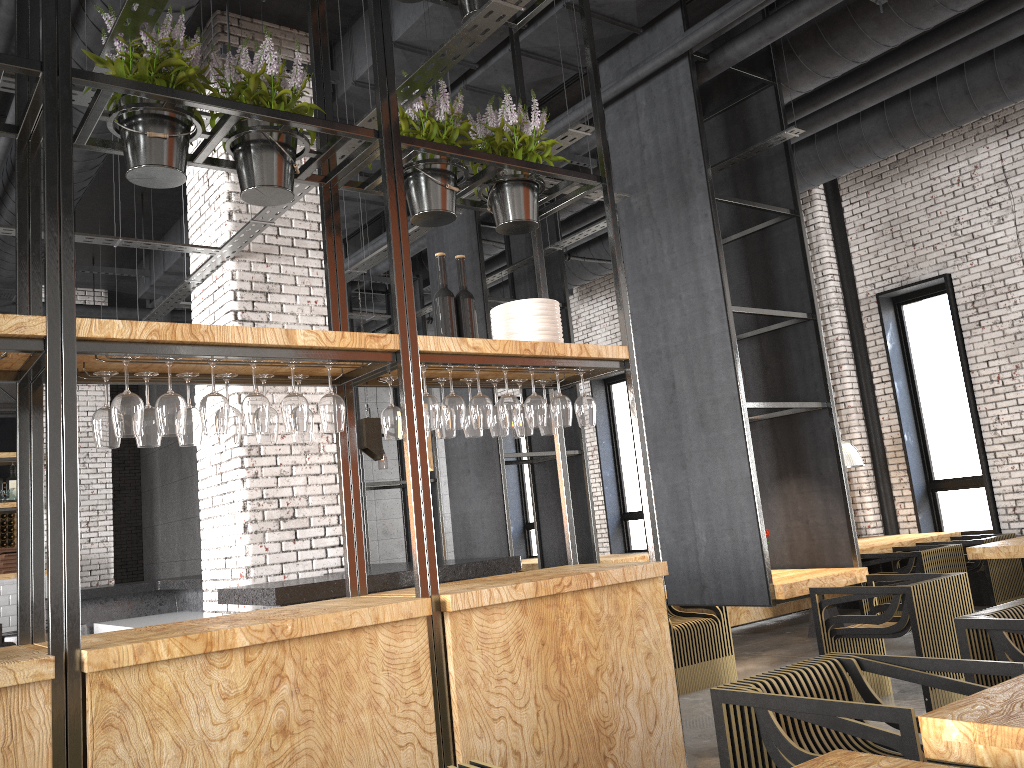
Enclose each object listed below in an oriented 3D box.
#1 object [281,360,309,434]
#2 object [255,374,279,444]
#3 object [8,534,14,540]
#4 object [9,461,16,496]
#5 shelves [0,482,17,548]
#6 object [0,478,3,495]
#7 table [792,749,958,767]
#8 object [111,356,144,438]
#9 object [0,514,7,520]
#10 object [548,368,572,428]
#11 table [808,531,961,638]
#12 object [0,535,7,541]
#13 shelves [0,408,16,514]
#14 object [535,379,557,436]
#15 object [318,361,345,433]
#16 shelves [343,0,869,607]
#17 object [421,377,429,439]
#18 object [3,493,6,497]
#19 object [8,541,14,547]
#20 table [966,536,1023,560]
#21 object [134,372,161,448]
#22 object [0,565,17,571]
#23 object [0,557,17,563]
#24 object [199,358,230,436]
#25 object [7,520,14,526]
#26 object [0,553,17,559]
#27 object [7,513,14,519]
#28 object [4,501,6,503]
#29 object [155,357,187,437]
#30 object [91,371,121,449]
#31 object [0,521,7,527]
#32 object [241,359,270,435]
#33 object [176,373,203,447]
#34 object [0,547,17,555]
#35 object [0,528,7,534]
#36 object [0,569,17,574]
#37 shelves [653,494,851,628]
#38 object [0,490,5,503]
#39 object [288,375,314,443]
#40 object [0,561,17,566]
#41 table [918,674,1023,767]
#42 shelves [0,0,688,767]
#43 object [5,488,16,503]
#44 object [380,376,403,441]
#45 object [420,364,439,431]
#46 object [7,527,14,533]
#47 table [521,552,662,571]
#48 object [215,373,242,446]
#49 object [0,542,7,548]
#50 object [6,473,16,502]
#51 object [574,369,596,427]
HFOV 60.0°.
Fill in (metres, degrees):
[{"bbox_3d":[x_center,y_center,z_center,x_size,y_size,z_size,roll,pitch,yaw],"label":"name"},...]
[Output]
[{"bbox_3d":[-0.803,0.047,3.267,0.101,0.268,0.100,-2,-11,-23],"label":"object"},{"bbox_3d":[-0.972,0.100,3.491,0.101,0.268,0.100,-2,-11,-23],"label":"object"},{"bbox_3d":[-7.503,2.293,13.279,0.079,0.079,0.283,1,-12,-37],"label":"object"},{"bbox_3d":[-6.167,1.209,10.958,0.140,0.552,0.096,1,-12,-33],"label":"object"},{"bbox_3d":[-7.819,2.550,13.060,0.889,2.156,0.250,2,-13,-37],"label":"shelves"},{"bbox_3d":[-6.312,1.207,10.838,0.157,0.556,0.105,1,-12,-33],"label":"object"},{"bbox_3d":[0.595,1.015,1.038,0.996,0.766,0.997,1,-12,-37],"label":"table"},{"bbox_3d":[-1.268,0.040,2.920,0.101,0.268,0.100,-2,-11,-23],"label":"object"},{"bbox_3d":[-7.620,1.985,13.290,0.079,0.079,0.283,1,-12,-37],"label":"object"},{"bbox_3d":[0.218,0.062,4.030,0.101,0.268,0.100,-9,-10,16],"label":"object"},{"bbox_3d":[3.309,1.904,8.419,2.115,0.766,0.997,1,-12,-37],"label":"table"},{"bbox_3d":[-7.588,2.295,13.235,0.079,0.079,0.283,1,-12,-37],"label":"object"},{"bbox_3d":[-8.369,0.030,9.553,5.675,3.077,0.595,1,-12,-37],"label":"shelves"},{"bbox_3d":[0.167,0.117,4.342,0.101,0.268,0.100,-9,-10,16],"label":"object"},{"bbox_3d":[-0.685,0.049,3.356,0.101,0.268,0.100,-2,-11,-23],"label":"object"},{"bbox_3d":[-0.051,-0.253,8.313,1.003,4.382,6.128,2,-12,-37],"label":"shelves"},{"bbox_3d":[-0.416,0.108,3.906,0.101,0.268,0.100,-6,-10,-1],"label":"object"},{"bbox_3d":[-7.638,1.671,13.327,0.079,0.079,0.283,1,-12,-37],"label":"object"},{"bbox_3d":[-7.481,2.393,13.246,0.079,0.079,0.283,1,-12,-37],"label":"object"},{"bbox_3d":[4.556,1.512,6.768,2.115,0.766,0.997,1,-12,-37],"label":"table"},{"bbox_3d":[-1.326,0.095,3.227,0.101,0.268,0.100,-2,-11,-23],"label":"object"},{"bbox_3d":[-5.803,2.146,10.393,0.405,0.044,0.634,0,-11,-34],"label":"object"},{"bbox_3d":[-5.812,2.059,10.409,0.405,0.044,0.634,1,-11,-36],"label":"object"},{"bbox_3d":[-1.039,0.043,3.091,0.101,0.268,0.100,-2,-11,-23],"label":"object"},{"bbox_3d":[-7.525,2.087,13.316,0.079,0.079,0.283,1,-12,-37],"label":"object"},{"bbox_3d":[-5.817,2.016,10.417,0.405,0.044,0.634,3,-12,-43],"label":"object"},{"bbox_3d":[-7.530,1.982,13.328,0.079,0.079,0.283,1,-12,-37],"label":"object"},{"bbox_3d":[-7.633,1.776,13.315,0.079,0.079,0.283,1,-12,-37],"label":"object"},{"bbox_3d":[-1.157,0.042,3.003,0.101,0.268,0.100,-2,-11,-23],"label":"object"},{"bbox_3d":[-1.436,0.093,3.144,0.101,0.268,0.100,-2,-11,-23],"label":"object"},{"bbox_3d":[-7.610,2.089,13.272,0.079,0.079,0.283,1,-12,-37],"label":"object"},{"bbox_3d":[-0.921,0.045,3.179,0.101,0.268,0.100,-2,-11,-23],"label":"object"},{"bbox_3d":[-1.208,0.096,3.315,0.101,0.268,0.100,-2,-11,-23],"label":"object"},{"bbox_3d":[-5.826,1.959,10.344,0.406,0.094,0.634,2,-12,-39],"label":"object"},{"bbox_3d":[-7.590,2.189,13.241,0.079,0.079,0.283,1,-12,-37],"label":"object"},{"bbox_3d":[-5.799,2.190,10.386,0.405,0.044,0.634,2,-12,-41],"label":"object"},{"bbox_3d":[2.374,-0.025,9.343,2.332,5.036,0.688,2,-12,-37],"label":"shelves"},{"bbox_3d":[-6.175,1.353,10.682,0.118,0.181,0.118,-11,-11,29],"label":"object"},{"bbox_3d":[-0.854,0.102,3.579,0.101,0.268,0.100,-2,-11,-23],"label":"object"},{"bbox_3d":[-5.808,2.103,10.401,0.405,0.044,0.634,2,-12,-40],"label":"object"},{"bbox_3d":[1.638,1.030,1.818,0.996,0.766,0.997,1,-12,-37],"label":"table"},{"bbox_3d":[-1.102,-0.610,3.380,3.658,5.036,0.688,1,-12,-37],"label":"shelves"},{"bbox_3d":[-6.089,1.358,10.768,0.118,0.181,0.118,-13,-12,36],"label":"object"},{"bbox_3d":[-0.518,0.107,3.830,0.101,0.268,0.100,-6,-10,-1],"label":"object"},{"bbox_3d":[-0.350,0.053,3.606,0.101,0.268,0.100,-6,-10,-1],"label":"object"},{"bbox_3d":[-7.526,2.194,13.313,0.079,0.079,0.283,1,-12,-37],"label":"object"},{"bbox_3d":[0.358,2.773,11.958,1.000,0.766,4.122,1,-11,-37],"label":"table"},{"bbox_3d":[-1.090,0.098,3.403,0.101,0.268,0.100,-2,-11,-23],"label":"object"},{"bbox_3d":[-7.577,2.399,13.216,0.079,0.079,0.283,1,-12,-37],"label":"object"},{"bbox_3d":[-6.162,1.285,10.949,0.157,0.407,0.105,1,-12,-33],"label":"object"},{"bbox_3d":[0.336,0.063,4.118,0.101,0.268,0.100,-9,-10,16],"label":"object"}]
